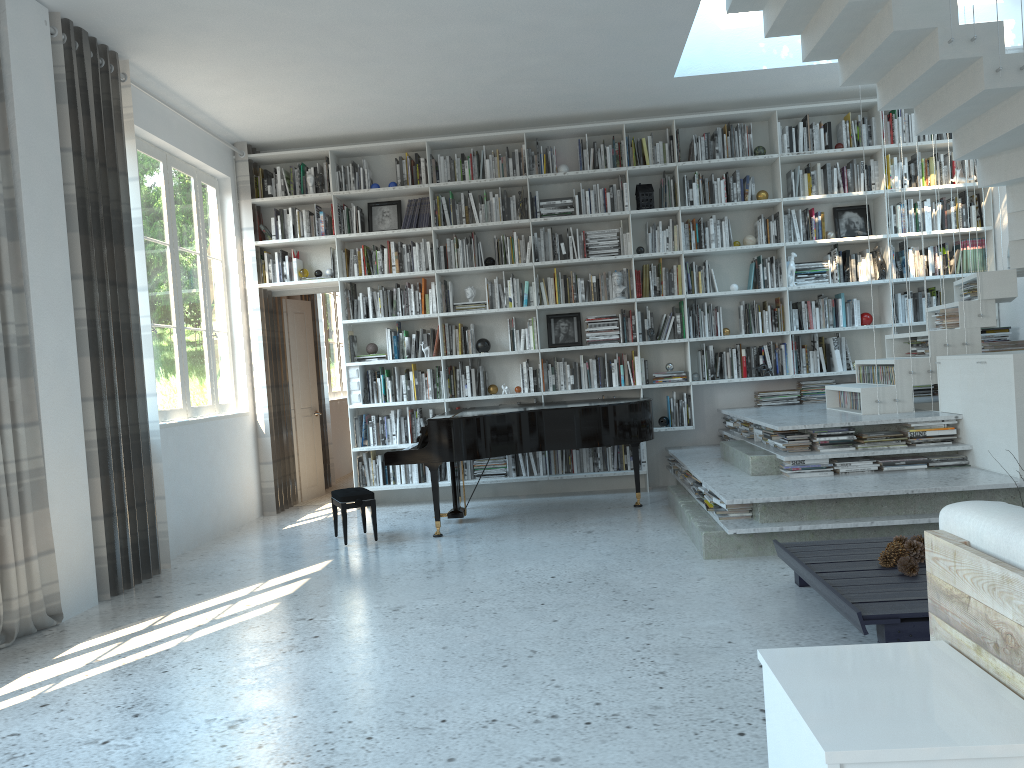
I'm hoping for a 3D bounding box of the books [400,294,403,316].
[{"bbox_3d":[-0.955,-0.687,7.812,0.021,0.205,0.130,-4,1,4],"label":"books"}]

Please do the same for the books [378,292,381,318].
[{"bbox_3d":[-1.154,-0.686,7.815,0.014,0.230,0.148,-4,1,4],"label":"books"}]

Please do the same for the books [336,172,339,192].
[{"bbox_3d":[-1.515,-1.753,7.807,0.017,0.204,0.142,-4,1,4],"label":"books"}]

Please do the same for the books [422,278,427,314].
[{"bbox_3d":[-0.769,-0.761,7.790,0.035,0.326,0.170,-4,1,4],"label":"books"}]

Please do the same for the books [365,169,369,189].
[{"bbox_3d":[-1.258,-1.770,7.792,0.014,0.202,0.170,-4,1,4],"label":"books"}]

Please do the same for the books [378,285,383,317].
[{"bbox_3d":[-1.144,-0.718,7.811,0.011,0.293,0.183,-4,1,4],"label":"books"}]

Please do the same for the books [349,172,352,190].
[{"bbox_3d":[-1.402,-1.755,7.809,0.014,0.192,0.146,-4,1,4],"label":"books"}]

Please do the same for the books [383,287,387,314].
[{"bbox_3d":[-1.110,-0.710,7.819,0.011,0.271,0.157,-4,1,4],"label":"books"}]

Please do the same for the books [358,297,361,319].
[{"bbox_3d":[-1.334,-0.663,7.836,0.042,0.209,0.143,-4,1,4],"label":"books"}]

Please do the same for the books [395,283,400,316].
[{"bbox_3d":[-0.996,-0.732,7.802,0.013,0.300,0.151,-4,1,4],"label":"books"}]

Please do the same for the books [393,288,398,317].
[{"bbox_3d":[-1.023,-0.708,7.822,0.048,0.256,0.141,-4,1,4],"label":"books"}]

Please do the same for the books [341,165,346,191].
[{"bbox_3d":[-1.463,-1.779,7.801,0.012,0.249,0.180,-4,1,4],"label":"books"}]

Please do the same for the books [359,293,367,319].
[{"bbox_3d":[-1.305,-0.678,7.817,0.022,0.235,0.177,-4,1,4],"label":"books"}]

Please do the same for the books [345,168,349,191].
[{"bbox_3d":[-1.433,-1.769,7.797,0.013,0.225,0.176,-4,1,4],"label":"books"}]

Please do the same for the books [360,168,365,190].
[{"bbox_3d":[-1.298,-1.773,7.780,0.021,0.214,0.173,-4,1,4],"label":"books"}]

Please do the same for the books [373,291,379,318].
[{"bbox_3d":[-1.185,-0.690,7.836,0.049,0.243,0.139,-4,1,4],"label":"books"}]

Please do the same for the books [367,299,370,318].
[{"bbox_3d":[-1.251,-0.658,7.848,0.021,0.187,0.129,-4,1,4],"label":"books"}]

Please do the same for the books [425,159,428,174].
[{"bbox_3d":[-0.724,-1.832,7.764,0.039,0.252,0.146,-4,1,4],"label":"books"}]

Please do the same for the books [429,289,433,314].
[{"bbox_3d":[-0.703,-0.714,7.790,0.031,0.223,0.144,-4,1,4],"label":"books"}]

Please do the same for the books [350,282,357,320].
[{"bbox_3d":[-1.389,-0.721,7.813,0.012,0.334,0.184,-4,1,4],"label":"books"}]

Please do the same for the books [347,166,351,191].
[{"bbox_3d":[-1.419,-1.779,7.800,0.016,0.243,0.156,-4,1,4],"label":"books"}]

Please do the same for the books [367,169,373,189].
[{"bbox_3d":[-1.244,-1.775,7.801,0.013,0.210,0.136,-4,1,4],"label":"books"}]

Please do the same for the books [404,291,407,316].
[{"bbox_3d":[-0.926,-0.701,7.807,0.013,0.228,0.151,-4,1,4],"label":"books"}]

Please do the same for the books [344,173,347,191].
[{"bbox_3d":[-1.446,-1.753,7.815,0.017,0.194,0.129,-4,1,4],"label":"books"}]

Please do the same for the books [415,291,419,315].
[{"bbox_3d":[-0.821,-0.705,7.804,0.021,0.221,0.148,-4,1,4],"label":"books"}]

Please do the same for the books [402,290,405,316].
[{"bbox_3d":[-0.939,-0.700,7.796,0.013,0.229,0.177,-4,1,4],"label":"books"}]

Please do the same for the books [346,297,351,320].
[{"bbox_3d":[-1.425,-0.657,7.837,0.026,0.209,0.155,-4,1,4],"label":"books"}]

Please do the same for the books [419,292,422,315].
[{"bbox_3d":[-0.789,-0.698,7.792,0.013,0.203,0.161,-4,1,4],"label":"books"}]

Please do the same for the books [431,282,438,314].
[{"bbox_3d":[-0.676,-0.747,7.792,0.027,0.286,0.148,-4,1,4],"label":"books"}]

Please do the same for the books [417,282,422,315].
[{"bbox_3d":[-0.805,-0.742,7.807,0.015,0.293,0.143,-4,1,4],"label":"books"}]

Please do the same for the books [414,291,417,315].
[{"bbox_3d":[-0.837,-0.702,7.801,0.012,0.217,0.160,-4,1,4],"label":"books"}]

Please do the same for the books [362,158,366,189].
[{"bbox_3d":[-1.286,-1.818,7.798,0.007,0.301,0.145,-4,1,4],"label":"books"}]

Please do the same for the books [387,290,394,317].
[{"bbox_3d":[-1.059,-0.699,7.808,0.023,0.242,0.184,-4,1,4],"label":"books"}]

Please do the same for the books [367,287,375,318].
[{"bbox_3d":[-1.234,-0.706,7.823,0.023,0.281,0.174,-4,1,4],"label":"books"}]

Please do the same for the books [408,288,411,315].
[{"bbox_3d":[-0.892,-0.715,7.810,0.011,0.252,0.139,-4,1,4],"label":"books"}]

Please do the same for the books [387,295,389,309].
[{"bbox_3d":[-1.073,-0.679,7.827,0.010,0.204,0.139,-4,1,4],"label":"books"}]

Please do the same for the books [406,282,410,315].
[{"bbox_3d":[-0.904,-0.741,7.815,0.011,0.304,0.129,-4,2,4],"label":"books"}]

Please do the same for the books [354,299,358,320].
[{"bbox_3d":[-1.359,-0.648,7.820,0.037,0.182,0.189,-4,1,4],"label":"books"}]

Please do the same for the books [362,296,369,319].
[{"bbox_3d":[-1.279,-0.664,7.806,0.028,0.204,0.188,-4,1,4],"label":"books"}]

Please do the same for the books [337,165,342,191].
[{"bbox_3d":[-1.505,-1.781,7.812,0.007,0.259,0.156,-4,1,4],"label":"books"}]

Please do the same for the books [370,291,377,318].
[{"bbox_3d":[-1.216,-0.689,7.814,0.011,0.246,0.176,-4,1,4],"label":"books"}]

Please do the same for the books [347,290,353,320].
[{"bbox_3d":[-1.405,-0.686,7.818,0.027,0.266,0.176,-4,1,4],"label":"books"}]

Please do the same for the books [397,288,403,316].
[{"bbox_3d":[-0.977,-0.712,7.812,0.021,0.256,0.156,-4,1,4],"label":"books"}]

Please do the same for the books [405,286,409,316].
[{"bbox_3d":[-0.915,-0.724,7.801,0.012,0.272,0.145,-4,1,4],"label":"books"}]

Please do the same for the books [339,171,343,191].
[{"bbox_3d":[-1.484,-1.758,7.811,0.032,0.210,0.158,-4,1,4],"label":"books"}]

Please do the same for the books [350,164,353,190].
[{"bbox_3d":[-1.390,-1.790,7.794,0.016,0.261,0.154,-4,1,4],"label":"books"}]

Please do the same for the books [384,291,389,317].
[{"bbox_3d":[-1.093,-0.694,7.802,0.024,0.237,0.166,-4,1,4],"label":"books"}]

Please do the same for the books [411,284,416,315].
[{"bbox_3d":[-0.853,-0.729,7.788,0.015,0.275,0.157,-4,1,4],"label":"books"}]

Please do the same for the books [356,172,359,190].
[{"bbox_3d":[-1.345,-1.754,7.794,0.026,0.182,0.161,-4,1,4],"label":"books"}]

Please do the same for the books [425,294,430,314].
[{"bbox_3d":[-0.732,-0.692,7.793,0.030,0.183,0.151,-4,1,4],"label":"books"}]

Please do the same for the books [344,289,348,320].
[{"bbox_3d":[-1.446,-0.693,7.846,0.012,0.285,0.159,-4,1,4],"label":"books"}]

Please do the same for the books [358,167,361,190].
[{"bbox_3d":[-1.315,-1.774,7.788,0.013,0.220,0.181,-4,1,4],"label":"books"}]

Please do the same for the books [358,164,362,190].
[{"bbox_3d":[-1.328,-1.790,7.798,0.013,0.253,0.129,-4,1,4],"label":"books"}]

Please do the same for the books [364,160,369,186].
[{"bbox_3d":[-1.274,-1.815,7.809,0.015,0.293,0.130,-4,1,4],"label":"books"}]

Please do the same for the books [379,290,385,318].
[{"bbox_3d":[-1.127,-0.696,7.803,0.021,0.247,0.189,-4,1,4],"label":"books"}]

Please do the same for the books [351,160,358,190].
[{"bbox_3d":[-1.370,-1.800,7.776,0.015,0.279,0.190,-4,1,4],"label":"books"}]

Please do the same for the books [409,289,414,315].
[{"bbox_3d":[-0.871,-0.712,7.818,0.028,0.242,0.131,-4,1,4],"label":"books"}]

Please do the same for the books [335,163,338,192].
[{"bbox_3d":[-1.529,-1.793,7.816,0.007,0.285,0.159,-4,1,4],"label":"books"}]
